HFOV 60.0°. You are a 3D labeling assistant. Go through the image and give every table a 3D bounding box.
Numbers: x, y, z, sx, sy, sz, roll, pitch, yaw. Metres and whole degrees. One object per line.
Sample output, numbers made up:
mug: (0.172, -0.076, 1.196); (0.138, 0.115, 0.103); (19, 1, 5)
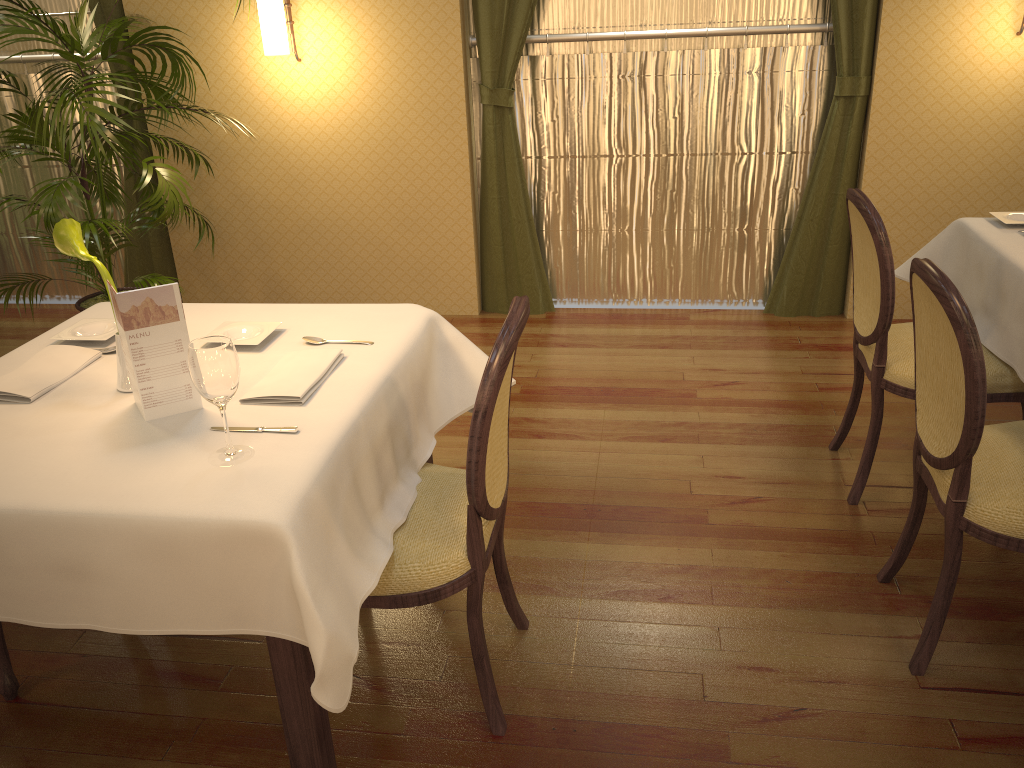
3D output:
table: (1.962, 0.119, 2.368); (1.385, 0.759, 2.152); (1, 24, 9)
table: (-0.752, 0.333, 2.170); (1.389, 0.759, 1.395); (2, 24, 10)

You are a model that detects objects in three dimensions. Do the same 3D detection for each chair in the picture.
chair: (-0.231, 0.275, 2.007); (0.571, 0.955, 0.530); (1, 24, 9)
chair: (1.188, 0.180, 2.074); (0.571, 0.955, 0.530); (1, 24, 9)
chair: (-1.450, 0.228, 2.245); (0.571, 0.955, 0.530); (1, 24, 9)
chair: (1.304, -0.131, 2.772); (0.571, 0.955, 0.530); (1, 24, 9)

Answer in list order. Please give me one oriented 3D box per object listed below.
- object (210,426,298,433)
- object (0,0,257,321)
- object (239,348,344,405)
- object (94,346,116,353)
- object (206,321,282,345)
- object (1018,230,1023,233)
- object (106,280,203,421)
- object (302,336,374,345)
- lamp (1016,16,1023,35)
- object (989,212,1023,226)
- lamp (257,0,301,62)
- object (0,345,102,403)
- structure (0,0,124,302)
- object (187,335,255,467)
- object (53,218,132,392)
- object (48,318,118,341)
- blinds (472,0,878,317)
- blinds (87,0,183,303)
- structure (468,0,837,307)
object: (-0.512, 0.088, 1.752); (0.185, 0.010, 0.017); (1, 24, 9)
object: (-1.806, -0.959, 3.950); (1.496, 1.807, 1.552); (-7, 24, -9)
object: (-0.487, -0.020, 1.985); (0.142, 0.024, 0.273); (1, 24, 9)
object: (-1.052, -0.087, 2.205); (0.181, 0.015, 0.038); (2, 24, 10)
object: (-0.680, -0.118, 2.227); (0.160, 0.024, 0.160); (1, 24, 9)
object: (1.720, -0.495, 2.842); (0.181, 0.015, 0.038); (2, 24, 10)
object: (-0.747, -0.064, 1.798); (0.166, 0.277, 0.081); (4, 24, 15)
object: (-0.428, -0.105, 2.181); (0.181, 0.015, 0.038); (2, 24, 10)
lamp: (2.087, -1.647, 3.510); (0.114, 0.513, 0.323); (-3, 24, -1)
object: (1.690, -0.541, 2.940); (0.160, 0.024, 0.160); (1, 24, 9)
lamp: (-1.069, -1.714, 4.001); (0.114, 0.513, 0.323); (-3, 24, -1)
object: (-1.092, -0.026, 2.054); (0.142, 0.033, 0.273); (1, 24, 9)
structure: (-2.794, -2.547, 4.285); (1.942, 4.511, 0.123); (1, 24, 9)
object: (-0.530, 0.030, 1.614); (0.088, 0.229, 0.088); (-17, 27, -29)
object: (-0.891, -0.173, 1.935); (0.163, 0.375, 0.076); (11, 27, 29)
object: (-1.082, -0.133, 2.303); (0.160, 0.024, 0.160); (1, 24, 9)
blinds: (0.654, -2.434, 3.628); (1.878, 4.537, 0.129); (1, 24, 9)
blinds: (-2.810, -2.513, 4.176); (1.934, 4.537, 0.225); (1, 24, 8)
structure: (0.665, -2.471, 3.741); (1.900, 4.511, 0.134); (1, 24, 9)
